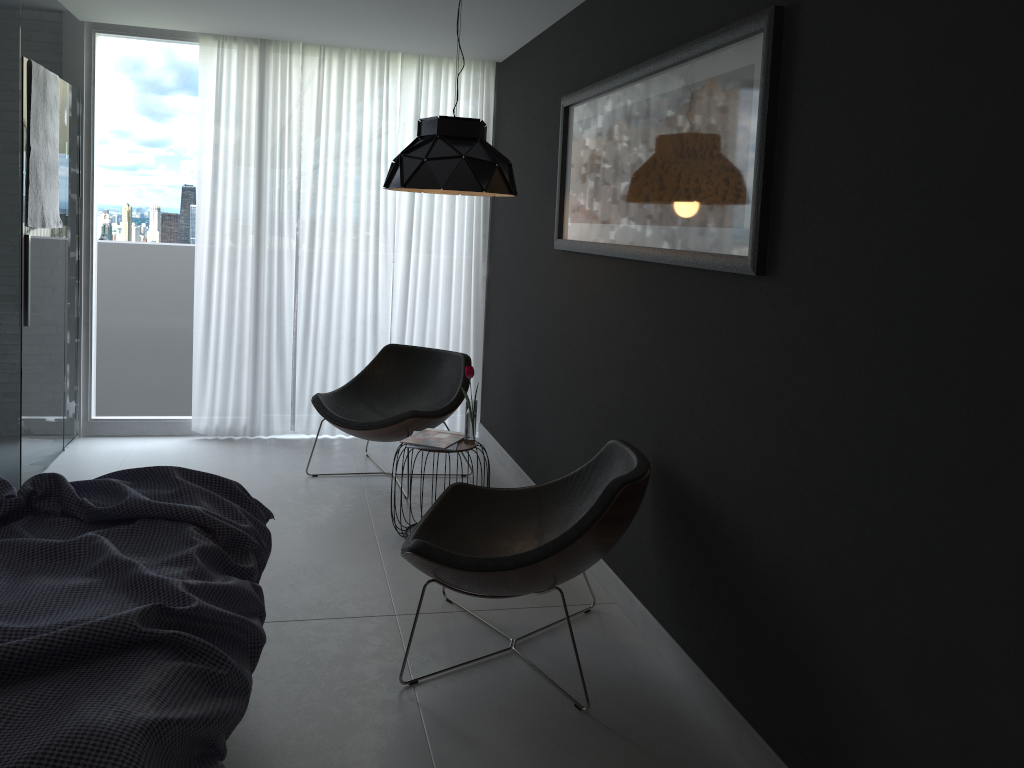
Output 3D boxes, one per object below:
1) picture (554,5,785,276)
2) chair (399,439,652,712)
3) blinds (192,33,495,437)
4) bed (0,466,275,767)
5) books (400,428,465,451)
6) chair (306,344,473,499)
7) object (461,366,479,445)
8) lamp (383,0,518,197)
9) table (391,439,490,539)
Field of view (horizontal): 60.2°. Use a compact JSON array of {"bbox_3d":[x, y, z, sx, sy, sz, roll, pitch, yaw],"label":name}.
[{"bbox_3d":[0.465,-0.835,3.331,0.041,0.716,1.971,2,10,-14],"label":"picture"},{"bbox_3d":[0.041,0.561,2.994,0.814,0.686,0.797,4,8,7],"label":"chair"},{"bbox_3d":[-1.048,-0.993,5.650,1.851,2.677,0.138,1,5,-14],"label":"blinds"},{"bbox_3d":[-1.853,-0.023,1.899,2.606,2.026,2.585,1,9,-14],"label":"bed"},{"bbox_3d":[-3.565,0.667,1.804,8.248,0.369,0.409,-4,11,-35],"label":"books"},{"bbox_3d":[-0.660,0.170,4.970,0.793,0.685,0.819,7,9,28],"label":"chair"},{"bbox_3d":[-0.193,0.098,4.012,0.066,0.353,0.077,5,6,18],"label":"object"},{"bbox_3d":[-0.246,-1.297,3.896,0.583,0.896,0.613,4,7,4],"label":"lamp"},{"bbox_3d":[-0.329,0.478,4.065,0.451,0.432,0.455,-3,10,-36],"label":"table"}]
